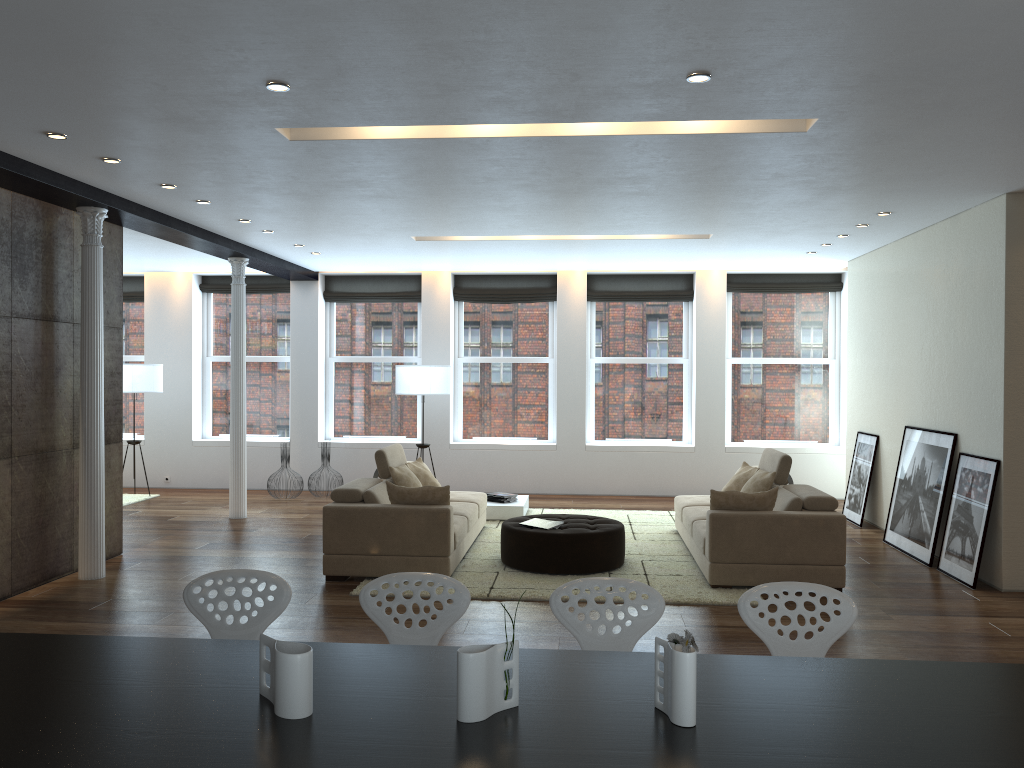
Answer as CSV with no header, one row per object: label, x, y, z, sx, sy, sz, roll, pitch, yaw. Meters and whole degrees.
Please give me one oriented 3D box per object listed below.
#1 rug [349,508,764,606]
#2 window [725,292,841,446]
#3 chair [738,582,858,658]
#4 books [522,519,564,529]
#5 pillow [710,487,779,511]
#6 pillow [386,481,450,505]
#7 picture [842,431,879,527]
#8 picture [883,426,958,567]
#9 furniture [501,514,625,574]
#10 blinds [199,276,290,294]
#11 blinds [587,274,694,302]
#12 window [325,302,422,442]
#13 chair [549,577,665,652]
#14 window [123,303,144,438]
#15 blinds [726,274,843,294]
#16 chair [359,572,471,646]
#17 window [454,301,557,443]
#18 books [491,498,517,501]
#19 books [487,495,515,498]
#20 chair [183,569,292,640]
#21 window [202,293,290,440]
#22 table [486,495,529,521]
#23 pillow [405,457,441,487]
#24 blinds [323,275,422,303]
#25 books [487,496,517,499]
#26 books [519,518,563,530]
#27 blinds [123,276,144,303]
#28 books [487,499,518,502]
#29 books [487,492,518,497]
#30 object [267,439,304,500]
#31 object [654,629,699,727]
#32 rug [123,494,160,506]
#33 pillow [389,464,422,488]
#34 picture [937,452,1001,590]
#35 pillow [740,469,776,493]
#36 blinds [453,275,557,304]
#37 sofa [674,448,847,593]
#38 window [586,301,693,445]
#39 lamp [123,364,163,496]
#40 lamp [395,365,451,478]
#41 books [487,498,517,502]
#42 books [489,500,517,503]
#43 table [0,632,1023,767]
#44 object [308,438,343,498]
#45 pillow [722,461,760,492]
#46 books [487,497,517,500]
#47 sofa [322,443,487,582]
rug,0.480,1.522,8.434,2.972,0.020,4.231,0,1,5
window,3.641,-0.288,12.027,1.563,2.400,0.123,0,1,5
chair,1.039,1.168,3.080,0.495,0.835,0.581,0,1,5
books,0.258,1.167,7.372,0.300,0.031,0.219,1,1,20
pillow,1.768,0.972,6.874,0.518,0.393,0.395,0,1,1
pillow,-0.722,0.956,7.078,0.518,0.393,0.395,0,1,8
picture,3.857,1.040,9.837,0.195,0.988,0.700,0,1,5
picture,3.699,0.982,8.088,0.225,1.140,1.183,0,1,5
furniture,0.432,1.344,7.552,1.057,0.355,1.057,0,1,7
blinds,-3.726,-1.407,12.559,1.396,0.275,0.156,0,1,5
blinds,1.746,-1.314,12.110,1.442,0.393,0.156,0,1,5
window,-1.921,-0.322,12.483,1.432,2.400,0.123,0,1,5
chair,0.340,1.164,3.141,0.495,0.835,0.581,0,1,5
window,-5.788,-0.346,12.801,1.345,2.400,0.123,0,1,5
blinds,3.644,-1.356,11.954,1.563,0.275,0.156,0,1,5
chair,-0.394,1.159,3.210,0.495,0.835,0.581,0,1,5
window,-0.091,-0.311,12.333,1.442,2.400,0.123,0,1,5
books,-0.114,1.289,10.032,0.220,0.010,0.300,0,1,-35
books,-0.130,1.260,10.013,0.300,0.010,0.220,1,1,40
chair,-1.089,1.155,3.248,0.495,0.835,0.581,0,1,5
window,-3.726,-0.333,12.632,1.391,2.400,0.123,0,1,5
table,-0.287,1.406,10.119,0.900,0.170,0.900,0,1,5
pillow,-0.833,0.930,8.476,0.368,0.416,0.519,0,1,9
blinds,-1.922,-1.335,12.396,1.431,0.395,0.183,0,1,5
books,-0.114,1.270,10.032,0.300,0.010,0.220,1,1,20
books,0.242,1.159,7.351,0.301,0.040,0.220,1,1,40
blinds,-5.788,-1.360,12.728,1.342,0.393,0.156,0,1,5
books,-0.114,1.308,10.033,0.300,0.010,0.220,1,1,25
books,-0.114,1.250,10.032,0.300,0.010,0.220,1,1,45
object,-2.923,1.093,11.440,0.458,0.781,0.458,0,1,4
object,0.434,0.741,2.287,0.076,0.233,0.161,0,1,-14
rug,-6.844,1.463,10.315,4.231,0.020,2.972,0,1,5
pillow,-0.897,0.926,7.855,0.301,0.439,0.534,0,1,8
picture,3.628,1.066,7.071,0.195,0.988,0.700,0,1,5
pillow,2.068,0.944,7.612,0.301,0.439,0.534,0,1,1
blinds,-0.088,-1.318,12.261,1.439,0.424,0.156,0,1,5
sofa,2.074,1.071,7.867,1.021,0.950,2.581,0,1,5
window,1.745,-0.299,12.183,1.443,2.400,0.123,0,1,5
lamp,-4.897,0.604,11.493,0.698,1.728,0.698,1,1,28
lamp,-1.121,0.629,11.184,0.698,1.728,0.698,1,1,28
books,-0.130,1.299,10.013,0.300,0.010,0.220,1,1,40
books,-0.130,1.318,10.013,0.300,0.010,0.220,1,1,40
table,-0.125,1.222,2.272,3.400,0.733,1.200,0,1,5
object,-2.441,1.094,11.618,0.458,0.781,0.458,0,1,4
pillow,2.106,0.949,8.235,0.368,0.416,0.519,0,1,0
books,-0.130,1.279,10.013,0.300,0.010,0.220,1,1,30
sofa,-0.863,1.053,8.108,1.021,0.950,2.581,0,1,5
